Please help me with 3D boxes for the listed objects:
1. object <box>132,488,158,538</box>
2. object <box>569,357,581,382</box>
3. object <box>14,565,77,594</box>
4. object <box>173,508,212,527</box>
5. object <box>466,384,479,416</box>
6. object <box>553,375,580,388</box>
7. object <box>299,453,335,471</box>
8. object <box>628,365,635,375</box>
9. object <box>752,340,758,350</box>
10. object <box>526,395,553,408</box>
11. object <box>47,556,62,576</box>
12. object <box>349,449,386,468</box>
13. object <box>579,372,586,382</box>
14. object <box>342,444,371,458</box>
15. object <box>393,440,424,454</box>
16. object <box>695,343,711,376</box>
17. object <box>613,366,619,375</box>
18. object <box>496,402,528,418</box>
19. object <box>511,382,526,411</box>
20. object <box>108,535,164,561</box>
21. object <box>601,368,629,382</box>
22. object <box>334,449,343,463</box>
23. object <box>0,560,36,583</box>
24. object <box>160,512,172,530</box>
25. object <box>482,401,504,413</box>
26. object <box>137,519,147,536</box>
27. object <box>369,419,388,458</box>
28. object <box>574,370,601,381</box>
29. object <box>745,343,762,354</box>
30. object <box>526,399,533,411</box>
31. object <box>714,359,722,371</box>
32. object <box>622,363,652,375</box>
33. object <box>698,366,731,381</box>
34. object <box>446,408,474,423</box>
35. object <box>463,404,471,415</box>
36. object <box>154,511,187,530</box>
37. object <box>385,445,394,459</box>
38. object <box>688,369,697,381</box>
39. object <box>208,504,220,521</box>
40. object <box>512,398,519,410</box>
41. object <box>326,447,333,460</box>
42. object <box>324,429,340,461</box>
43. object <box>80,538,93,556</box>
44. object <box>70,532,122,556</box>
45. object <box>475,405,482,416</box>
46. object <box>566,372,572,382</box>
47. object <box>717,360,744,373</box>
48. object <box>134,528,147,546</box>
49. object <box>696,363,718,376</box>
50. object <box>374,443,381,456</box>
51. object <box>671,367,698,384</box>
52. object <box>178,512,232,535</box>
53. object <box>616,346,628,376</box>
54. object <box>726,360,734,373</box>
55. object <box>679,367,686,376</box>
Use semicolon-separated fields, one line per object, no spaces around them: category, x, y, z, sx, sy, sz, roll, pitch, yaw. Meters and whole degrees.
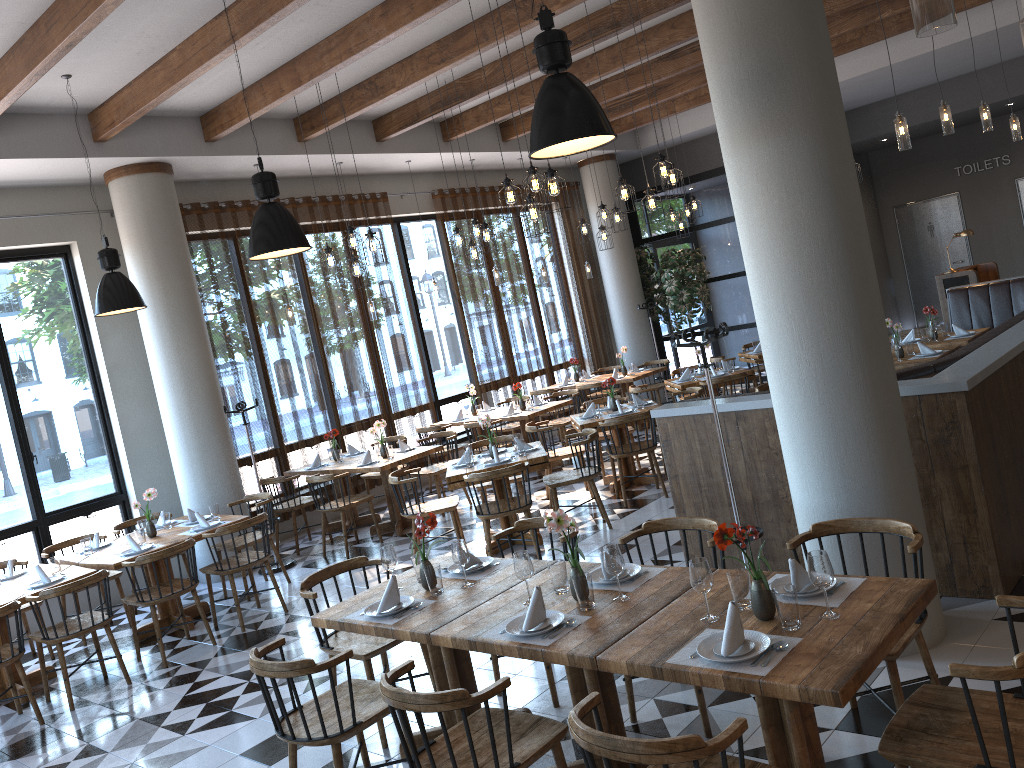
object;-2.988;1.066;7.280;0.208;0.399;0.146;-15;4;-42
object;0.934;-0.216;12.938;0.155;0.354;0.172;-11;3;19
object;-3.331;1.355;6.296;0.271;0.137;0.354;-8;6;43
object;-2.711;1.115;7.597;0.351;0.137;0.273;-8;6;43
object;-0.498;0.198;11.350;0.147;0.399;0.206;-14;4;-43
object;0.754;-0.048;12.724;0.351;0.137;0.273;-8;6;43
object;-2.120;0.829;9.531;0.351;0.137;0.273;-8;6;43
object;1.644;-0.188;12.147;0.079;0.132;0.080;-11;3;28
object;3.266;-0.512;11.874;0.080;0.132;0.080;-11;3;18
object;0.318;0.193;10.931;0.351;0.137;0.273;-8;6;43
object;-3.372;1.346;6.540;0.079;0.132;0.080;-11;3;28
object;-1.477;0.742;8.927;0.351;0.137;0.273;-8;6;43
object;1.017;-0.103;12.737;0.080;0.132;0.080;-14;3;-32
object;-1.773;0.722;9.925;0.351;0.137;0.273;-8;6;43
object;-1.130;0.635;9.321;0.351;0.137;0.273;-8;6;43
object;2.236;-0.296;10.258;0.207;0.399;0.146;-14;3;-35
object;1.476;-0.185;12.547;0.079;0.132;0.080;-11;3;28
object;-0.029;0.299;10.537;0.351;0.137;0.273;-8;6;43
object;0.082;0.151;10.695;0.155;0.354;0.172;-11;3;22
object;-2.893;1.221;6.783;0.271;0.137;0.354;-8;6;43
object;1.396;-0.136;12.120;0.351;0.137;0.273;-8;6;43
object;-1.860;0.775;9.539;0.080;0.132;0.080;-13;3;-22
object;-3.894;1.429;6.857;0.271;0.137;0.354;-8;6;43
object;-2.953;1.171;7.571;0.079;0.132;0.080;-11;3;28
object;-0.324;0.280;11.535;0.351;0.137;0.273;-8;6;43
object;-3.103;1.212;7.460;0.079;0.132;0.080;-11;3;28
object;-1.352;0.566;9.100;0.206;0.399;0.147;-12;3;7
object;1.101;-0.155;13.119;0.351;0.137;0.273;-8;6;43
object;3.235;-0.490;11.653;0.272;0.137;0.352;-12;4;-2
object;0.214;0.248;10.557;0.079;0.132;0.080;-11;3;28
object;2.450;-0.226;10.513;0.080;0.132;0.080;-14;3;-32
object;1.743;-0.242;12.515;0.351;0.137;0.273;-8;6;43
object;2.272;-0.149;10.016;0.352;0.137;0.273;-12;4;-2
object;-0.671;0.387;11.141;0.351;0.137;0.273;-8;6;43
object;-0.582;0.337;11.548;0.080;0.132;0.080;-13;3;-12
object;-3.078;1.179;7.764;0.271;0.137;0.354;-8;6;43
object;-1.233;0.690;8.949;0.079;0.132;0.080;-11;3;28
object;2.052;-0.103;10.054;0.080;0.132;0.080;-14;3;-32
object;-2.502;1.084;7.461;0.079;0.132;0.080;-11;3;28
object;0.045;0.251;10.958;0.079;0.132;0.080;-11;3;28
object;-2.029;0.778;9.940;0.080;0.132;0.080;-13;3;-22
object;-1.946;0.668;9.679;0.156;0.354;0.171;-13;3;-24
object;-3.401;1.307;7.091;0.079;0.132;0.080;-11;3;28
object;-3.456;1.295;7.344;0.271;0.137;0.354;-8;6;43
object;-0.414;0.334;11.147;0.080;0.132;0.080;-13;3;-12
object;0.849;-0.100;13.138;0.080;0.132;0.080;-14;3;-32
object;2.516;-0.225;10.297;0.272;0.137;0.352;-12;4;-2
object;-2.941;1.214;7.019;0.079;0.132;0.080;-11;3;28
object;2.240;-0.187;10.553;0.352;0.137;0.273;-12;4;-2
object;-1.401;0.693;9.350;0.079;0.132;0.080;-11;3;28
object;1.996;-0.111;10.271;0.272;0.137;0.352;-12;4;-2
object;-2.515;1.106;7.203;0.271;0.137;0.354;-8;6;43
object;1.555;-0.320;12.312;0.146;0.399;0.208;-10;3;36
object;2.481;-0.197;10.083;0.080;0.132;0.080;-14;3;-32
object;2.025;-0.133;10.495;0.080;0.132;0.080;-14;3;-32
